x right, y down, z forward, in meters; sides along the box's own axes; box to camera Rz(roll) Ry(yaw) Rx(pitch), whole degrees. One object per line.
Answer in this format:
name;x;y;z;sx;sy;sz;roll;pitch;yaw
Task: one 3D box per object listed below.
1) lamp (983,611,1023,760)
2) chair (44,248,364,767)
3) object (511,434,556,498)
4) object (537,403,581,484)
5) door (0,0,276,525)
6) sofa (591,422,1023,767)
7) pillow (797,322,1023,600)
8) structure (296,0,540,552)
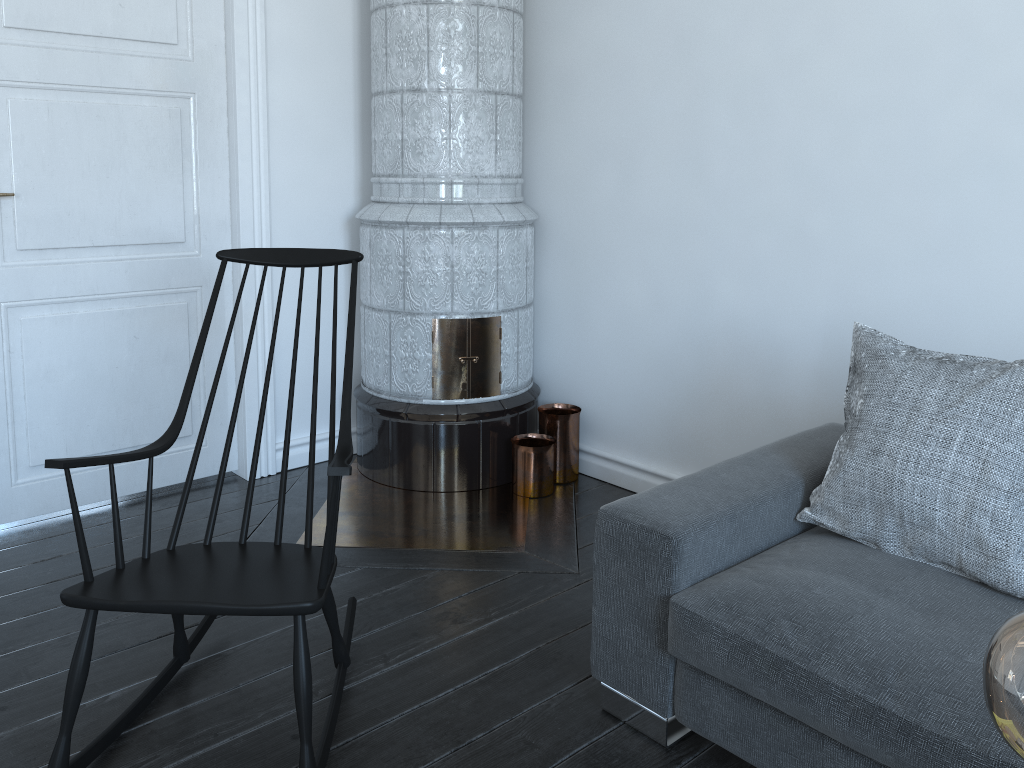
lamp;0.267;-0.547;0.322;0.074;1.474;0.087;2;7;9
chair;-0.606;0.231;1.985;0.612;0.989;0.922;1;10;3
object;0.081;0.311;3.358;0.175;0.196;0.173;8;12;37
object;0.187;0.236;3.502;0.177;0.276;0.175;-8;12;-42
door;-1.407;-0.769;3.038;1.177;2.437;0.117;-7;10;-42
sofa;1.342;0.522;1.422;1.093;0.711;2.400;-10;16;-41
pillow;1.467;0.286;1.416;0.481;0.484;2.082;-7;15;-37
structure;-0.273;-1.032;3.297;0.778;2.846;1.290;1;8;3
